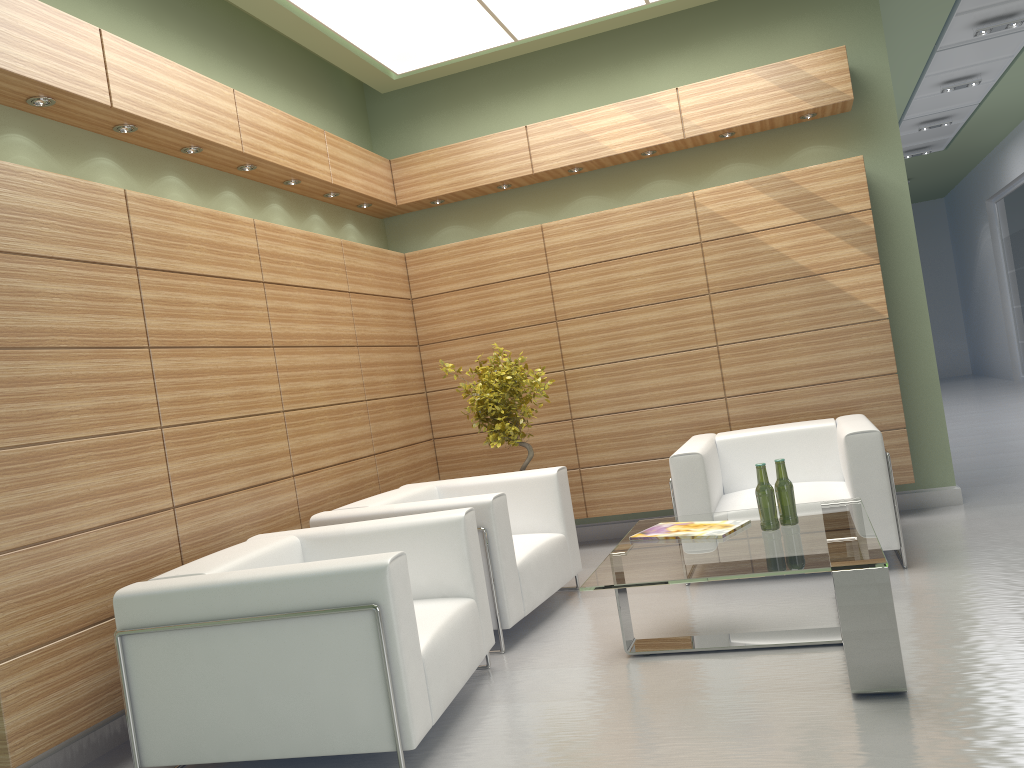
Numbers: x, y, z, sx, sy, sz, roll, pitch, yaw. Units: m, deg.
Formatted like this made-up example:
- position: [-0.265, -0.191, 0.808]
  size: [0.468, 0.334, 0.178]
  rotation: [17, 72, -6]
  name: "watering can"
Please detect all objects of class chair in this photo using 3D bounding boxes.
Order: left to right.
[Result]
- position: [-1.219, 1.664, 5.884]
  size: [1.802, 1.234, 1.894]
  rotation: [-9, 0, 13]
  name: "chair"
- position: [-0.498, 1.561, 8.092]
  size: [1.769, 1.234, 1.894]
  rotation: [-9, 0, 23]
  name: "chair"
- position: [2.623, 1.074, 8.589]
  size: [1.894, 1.234, 1.802]
  rotation: [-9, 0, 18]
  name: "chair"

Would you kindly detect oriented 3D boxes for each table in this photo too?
- position: [1.635, 1.440, 6.224]
  size: [1.783, 0.742, 2.197]
  rotation: [-9, 0, 18]
  name: "table"

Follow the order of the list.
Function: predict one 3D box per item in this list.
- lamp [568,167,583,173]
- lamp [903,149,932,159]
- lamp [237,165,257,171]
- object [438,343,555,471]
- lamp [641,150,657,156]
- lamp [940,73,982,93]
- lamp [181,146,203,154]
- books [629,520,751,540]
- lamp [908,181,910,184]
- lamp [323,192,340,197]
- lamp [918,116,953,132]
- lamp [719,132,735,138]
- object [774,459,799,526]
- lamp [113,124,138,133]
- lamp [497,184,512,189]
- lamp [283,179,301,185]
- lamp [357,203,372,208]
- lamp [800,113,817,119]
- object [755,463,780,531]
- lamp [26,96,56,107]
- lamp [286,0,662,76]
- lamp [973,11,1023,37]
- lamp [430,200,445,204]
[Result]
- position: [0.757, -2.592, 10.638]
  size: [0.181, 0.074, 0.181]
  rotation: [-9, 0, -22]
  name: "lamp"
- position: [10.153, -5.811, 22.251]
  size: [0.657, 0.159, 0.286]
  rotation: [-9, 0, 18]
  name: "lamp"
- position: [-2.530, -2.087, 8.458]
  size: [0.181, 0.074, 0.181]
  rotation: [-9, 0, 1]
  name: "lamp"
- position: [-0.067, 0.818, 9.637]
  size: [1.201, 2.565, 1.116]
  rotation: [-9, 0, -14]
  name: "object"
- position: [1.595, -2.724, 10.365]
  size: [0.181, 0.074, 0.181]
  rotation: [-9, 0, 12]
  name: "lamp"
- position: [8.278, -5.545, 16.367]
  size: [0.657, 0.159, 0.286]
  rotation: [-9, 0, 18]
  name: "lamp"
- position: [-2.777, -2.051, 7.683]
  size: [0.181, 0.074, 0.181]
  rotation: [-9, 0, -10]
  name: "lamp"
- position: [1.337, 1.099, 6.672]
  size: [0.762, 0.025, 0.508]
  rotation: [-9, 0, 38]
  name: "books"
- position: [11.507, -6.004, 26.500]
  size: [0.657, 0.159, 0.286]
  rotation: [-9, 0, 18]
  name: "lamp"
- position: [-2.039, -2.156, 9.999]
  size: [0.181, 0.074, 0.181]
  rotation: [-9, 0, -10]
  name: "lamp"
- position: [9.228, -5.680, 19.350]
  size: [0.657, 0.159, 0.286]
  rotation: [-9, 0, 18]
  name: "lamp"
- position: [2.444, -2.859, 10.088]
  size: [0.181, 0.074, 0.181]
  rotation: [-9, 0, -22]
  name: "lamp"
- position: [1.954, 0.773, 6.356]
  size: [0.131, 0.475, 0.131]
  rotation: [-9, 0, -17]
  name: "object"
- position: [-3.020, -2.017, 6.919]
  size: [0.181, 0.074, 0.181]
  rotation: [-9, 0, 1]
  name: "lamp"
- position: [-0.098, -2.456, 10.916]
  size: [0.181, 0.074, 0.181]
  rotation: [-9, 0, 12]
  name: "lamp"
- position: [-2.288, -2.121, 9.218]
  size: [0.181, 0.074, 0.181]
  rotation: [-9, 0, 1]
  name: "lamp"
- position: [-1.794, -2.191, 10.768]
  size: [0.181, 0.074, 0.181]
  rotation: [-9, 0, 1]
  name: "lamp"
- position: [3.276, -2.990, 9.817]
  size: [0.181, 0.074, 0.181]
  rotation: [-9, 0, 12]
  name: "lamp"
- position: [1.795, 0.798, 6.280]
  size: [0.131, 0.475, 0.131]
  rotation: [-9, 0, -17]
  name: "object"
- position: [-3.267, -1.982, 6.145]
  size: [0.181, 0.074, 0.181]
  rotation: [-9, 0, 1]
  name: "lamp"
- position: [-0.018, -4.091, 7.530]
  size: [4.571, 0.325, 5.060]
  rotation: [-9, 0, 18]
  name: "lamp"
- position: [7.311, -5.407, 13.332]
  size: [0.657, 0.159, 0.286]
  rotation: [-9, 0, 18]
  name: "lamp"
- position: [-0.943, -2.323, 11.192]
  size: [0.181, 0.074, 0.181]
  rotation: [-9, 0, 12]
  name: "lamp"
